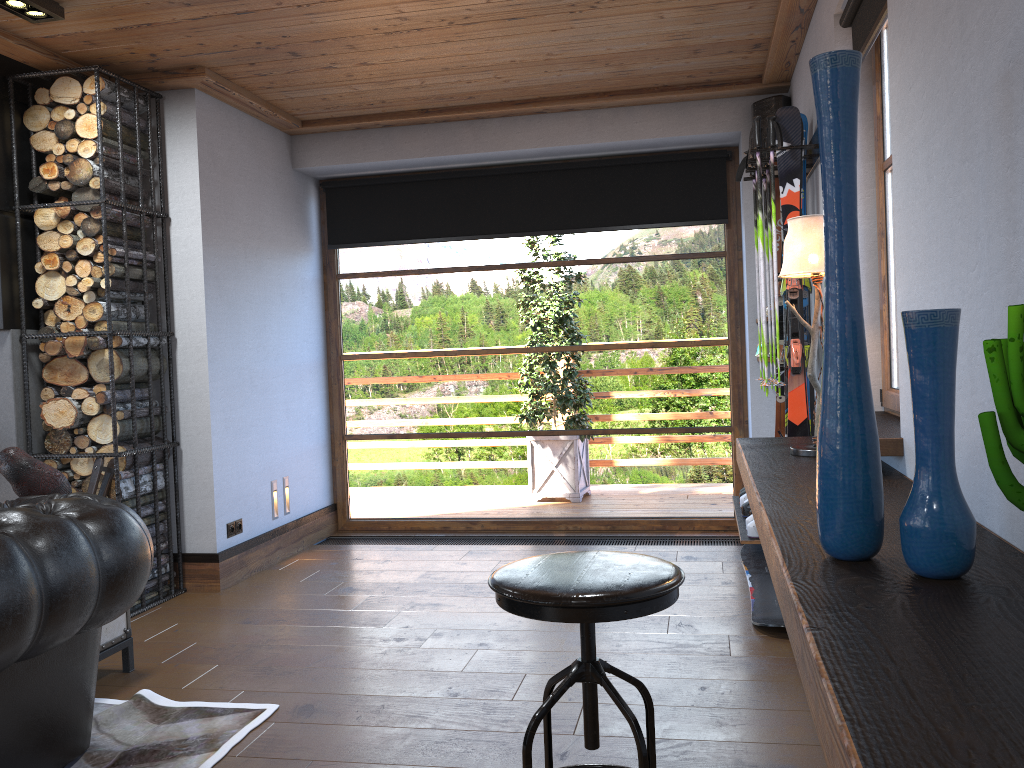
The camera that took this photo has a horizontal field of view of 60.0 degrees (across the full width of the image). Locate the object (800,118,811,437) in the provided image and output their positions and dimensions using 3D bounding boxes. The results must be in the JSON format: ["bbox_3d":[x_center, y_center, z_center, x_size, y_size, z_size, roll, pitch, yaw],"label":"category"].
[{"bbox_3d":[1.267,-0.401,3.971,0.115,1.606,0.096,-2,1,11],"label":"object"}]

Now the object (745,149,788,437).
[{"bbox_3d":[1.287,-0.445,4.342,0.253,1.621,0.104,-2,1,7],"label":"object"}]

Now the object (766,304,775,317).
[{"bbox_3d":[1.493,-0.413,4.919,0.189,0.084,0.160,-2,2,10],"label":"object"}]

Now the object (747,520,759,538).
[{"bbox_3d":[1.136,0.517,3.816,0.251,0.270,0.117,-2,1,6],"label":"object"}]

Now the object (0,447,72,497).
[{"bbox_3d":[-1.775,0.388,3.311,0.251,0.319,0.148,-3,2,-37],"label":"object"}]

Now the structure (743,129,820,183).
[{"bbox_3d":[1.286,-1.056,4.240,0.317,0.135,1.056,-2,2,12],"label":"structure"}]

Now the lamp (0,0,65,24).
[{"bbox_3d":[-1.935,-1.521,3.525,0.154,0.068,0.262,-2,2,12],"label":"lamp"}]

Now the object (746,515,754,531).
[{"bbox_3d":[1.163,0.512,3.941,0.251,0.270,0.117,-2,1,6],"label":"object"}]

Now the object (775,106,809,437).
[{"bbox_3d":[1.235,-0.411,3.878,0.115,1.606,0.096,-2,1,11],"label":"object"}]

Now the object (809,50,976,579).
[{"bbox_3d":[0.616,-0.129,1.464,0.113,0.862,0.271,-3,2,-33],"label":"object"}]

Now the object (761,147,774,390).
[{"bbox_3d":[1.322,-0.595,4.617,0.059,1.249,0.121,-2,1,-6],"label":"object"}]

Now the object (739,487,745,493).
[{"bbox_3d":[1.332,0.478,4.720,0.251,0.270,0.116,-2,1,1],"label":"object"}]

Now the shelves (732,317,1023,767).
[{"bbox_3d":[0.846,0.250,1.934,0.609,0.988,6.678,-2,2,13],"label":"shelves"}]

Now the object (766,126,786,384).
[{"bbox_3d":[1.223,-0.575,4.157,0.059,1.249,0.121,-2,1,-6],"label":"object"}]

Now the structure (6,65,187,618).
[{"bbox_3d":[-2.069,-0.187,4.461,0.499,2.616,0.514,-2,1,12],"label":"structure"}]

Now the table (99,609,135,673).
[{"bbox_3d":[-1.742,0.842,3.342,0.403,0.609,0.419,-2,2,12],"label":"table"}]

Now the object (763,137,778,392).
[{"bbox_3d":[1.272,-0.585,4.387,0.059,1.249,0.121,-2,1,-6],"label":"object"}]

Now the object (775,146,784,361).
[{"bbox_3d":[1.381,-0.451,4.390,0.111,1.621,0.073,-2,1,11],"label":"object"}]

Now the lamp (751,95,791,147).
[{"bbox_3d":[1.481,-1.442,5.051,0.212,0.349,0.214,-2,1,12],"label":"lamp"}]

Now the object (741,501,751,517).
[{"bbox_3d":[1.223,0.499,4.240,0.249,0.270,0.118,-1,2,31],"label":"object"}]

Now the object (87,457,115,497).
[{"bbox_3d":[-2.007,0.741,4.159,0.268,0.795,0.263,-2,1,-5],"label":"object"}]

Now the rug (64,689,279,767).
[{"bbox_3d":[-2.400,1.215,1.333,2.419,0.053,4.066,-2,2,13],"label":"rug"}]

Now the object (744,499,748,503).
[{"bbox_3d":[1.268,0.493,4.362,0.250,0.270,0.117,-2,1,16],"label":"object"}]

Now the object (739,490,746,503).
[{"bbox_3d":[1.305,0.483,4.605,0.250,0.270,0.117,-2,1,16],"label":"object"}]

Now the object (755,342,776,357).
[{"bbox_3d":[1.521,-0.198,5.020,0.356,0.084,0.186,-4,3,-43],"label":"object"}]

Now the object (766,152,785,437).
[{"bbox_3d":[1.376,-0.439,4.535,0.115,1.606,0.096,-2,1,11],"label":"object"}]

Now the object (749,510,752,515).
[{"bbox_3d":[1.226,0.504,4.101,0.249,0.270,0.118,-1,2,26],"label":"object"}]

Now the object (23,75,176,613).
[{"bbox_3d":[-2.073,-0.181,4.472,0.491,2.611,0.469,-2,1,11],"label":"object"}]

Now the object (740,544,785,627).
[{"bbox_3d":[1.297,0.961,4.334,0.306,0.065,1.632,-2,2,12],"label":"object"}]

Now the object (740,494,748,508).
[{"bbox_3d":[1.279,0.489,4.484,0.250,0.270,0.117,-2,1,16],"label":"object"}]

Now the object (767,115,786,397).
[{"bbox_3d":[1.181,-0.565,3.905,0.059,1.249,0.120,-3,1,-26],"label":"object"}]

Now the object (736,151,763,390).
[{"bbox_3d":[1.242,-0.591,4.595,0.121,1.249,0.059,-2,1,-7],"label":"object"}]

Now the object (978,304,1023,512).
[{"bbox_3d":[0.572,0.121,0.916,0.147,0.410,0.157,-3,1,-20],"label":"object"}]

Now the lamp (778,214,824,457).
[{"bbox_3d":[1.227,0.178,2.938,0.628,1.481,0.247,-2,1,15],"label":"lamp"}]

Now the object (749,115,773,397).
[{"bbox_3d":[1.104,-0.564,3.978,0.059,1.249,0.120,-3,1,-21],"label":"object"}]

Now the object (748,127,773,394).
[{"bbox_3d":[1.162,-0.574,4.183,0.059,1.249,0.120,-3,1,-31],"label":"object"}]

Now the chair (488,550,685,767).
[{"bbox_3d":[0.180,0.773,2.001,0.438,0.716,0.444,-2,2,16],"label":"chair"}]

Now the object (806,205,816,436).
[{"bbox_3d":[1.363,-0.442,4.165,0.111,1.621,0.073,-2,1,11],"label":"object"}]

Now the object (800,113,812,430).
[{"bbox_3d":[1.337,-0.439,4.094,0.111,1.621,0.073,-2,1,11],"label":"object"}]

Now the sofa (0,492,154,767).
[{"bbox_3d":[-1.847,0.786,1.760,1.234,0.838,2.578,-2,2,11],"label":"sofa"}]
